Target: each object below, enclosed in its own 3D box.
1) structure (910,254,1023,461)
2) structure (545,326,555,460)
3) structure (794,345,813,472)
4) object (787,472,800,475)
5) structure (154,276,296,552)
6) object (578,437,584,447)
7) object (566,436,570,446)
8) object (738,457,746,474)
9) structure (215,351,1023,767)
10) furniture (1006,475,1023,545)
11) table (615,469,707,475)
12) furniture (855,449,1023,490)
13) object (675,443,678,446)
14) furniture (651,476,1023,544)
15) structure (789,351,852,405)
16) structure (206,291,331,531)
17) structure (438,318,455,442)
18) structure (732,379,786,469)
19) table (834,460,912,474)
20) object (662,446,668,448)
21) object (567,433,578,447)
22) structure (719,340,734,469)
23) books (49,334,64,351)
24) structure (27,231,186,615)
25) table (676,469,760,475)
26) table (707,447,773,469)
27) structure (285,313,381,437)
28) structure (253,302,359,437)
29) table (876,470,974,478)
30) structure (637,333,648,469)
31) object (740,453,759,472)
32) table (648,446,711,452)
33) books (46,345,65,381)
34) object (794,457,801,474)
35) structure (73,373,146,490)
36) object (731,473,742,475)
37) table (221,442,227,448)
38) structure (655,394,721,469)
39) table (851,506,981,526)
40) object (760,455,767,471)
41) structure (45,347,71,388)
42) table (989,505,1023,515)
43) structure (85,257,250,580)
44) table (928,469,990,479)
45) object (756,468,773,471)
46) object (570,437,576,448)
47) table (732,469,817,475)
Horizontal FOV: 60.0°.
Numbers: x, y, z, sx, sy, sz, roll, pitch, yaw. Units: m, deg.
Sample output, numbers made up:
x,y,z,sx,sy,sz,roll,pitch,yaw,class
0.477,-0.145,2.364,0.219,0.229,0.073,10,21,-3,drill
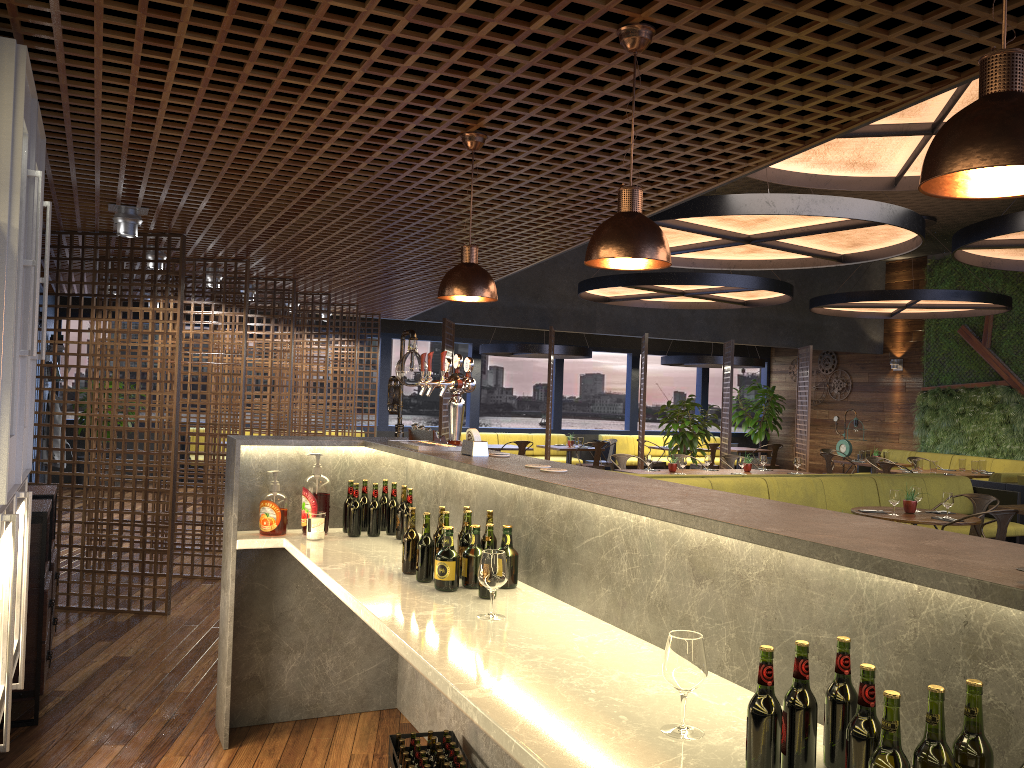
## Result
x,y,z,sx,sy,sz,roll,pitch,yaw,class
9.372,-0.152,12.259,0.918,4.593,9.182,2,-1,-26,structure
0.570,0.488,13.648,0.050,2.700,0.852,2,-1,5,structure
5.183,0.685,15.813,0.050,2.700,0.852,2,-1,5,structure
3.653,1.154,11.420,0.157,0.019,0.255,2,-1,-25,object
-2.837,0.301,8.762,1.319,2.700,0.050,2,-1,5,structure
1.219,1.035,15.778,0.102,0.178,0.102,3,-1,-40,object
1.015,1.030,15.958,0.102,0.178,0.102,3,-1,-40,object
2.906,1.029,11.194,0.097,0.206,0.097,2,-1,21,object
0.087,0.318,1.497,2.700,2.700,9.298,2,-1,-25,structure
8.439,1.619,9.385,3.372,0.914,4.503,2,-1,-25,furniture
1.866,1.470,10.886,0.906,0.763,0.887,2,-1,-25,table
6.472,1.598,13.584,3.378,0.916,4.755,2,-1,-25,furniture
3.168,1.122,16.967,0.102,0.178,0.102,3,-1,-40,object
3.376,1.421,8.493,4.895,0.914,7.462,3,-1,-30,furniture
6.432,-0.135,18.635,0.058,1.178,1.791,2,-1,-25,structure
-2.735,0.320,9.961,1.319,2.700,0.050,2,-1,5,structure
-0.968,0.422,12.926,0.050,2.700,0.852,2,-1,5,structure
5.312,0.989,19.046,1.493,2.184,1.272,2,-1,-25,structure
5.916,1.665,14.485,0.887,0.763,0.906,2,-1,-25,table
2.912,1.189,16.684,0.157,0.019,0.255,2,-1,-26,object
1.057,0.983,15.788,0.238,0.271,0.260,2,-1,-4,object
3.645,0.620,15.091,0.050,2.700,0.852,2,-1,5,structure
-6.418,-0.566,12.503,0.177,0.245,0.450,2,-1,-25,books
-3.040,0.263,6.364,1.319,2.700,0.050,2,-1,5,structure
2.686,1.505,11.271,0.906,0.763,0.887,2,-1,-25,table
4.461,1.647,17.377,0.887,0.763,0.906,2,-1,-25,table
-2.531,0.357,12.360,1.319,2.700,0.050,2,-1,5,structure
-2.633,0.339,11.160,1.319,2.700,0.050,2,-1,5,structure
5.837,1.638,12.582,0.887,0.763,0.906,2,-1,-25,table
2.108,0.554,14.370,0.050,2.700,0.852,2,-1,5,structure
3.052,1.003,11.500,0.238,0.271,0.260,2,-1,-4,object
3.194,1.593,16.786,0.906,0.763,0.887,2,-1,-25,table
-6.135,-0.276,11.893,0.223,0.489,0.286,3,-1,-34,books
3.728,1.064,11.580,0.097,0.206,0.097,2,-1,21,object
-6.296,0.705,13.691,0.993,1.763,1.166,2,-1,35,structure
2.831,1.119,11.034,0.157,0.019,0.255,2,-1,-25,object
-3.952,1.287,13.429,0.887,0.763,0.906,2,-1,-25,table
2.688,1.040,13.926,0.993,1.763,1.166,2,-1,35,structure
3.407,1.485,7.535,1.007,0.760,1.007,2,-1,12,table
3.338,1.052,11.771,0.097,0.206,0.097,2,-1,21,object
-6.289,-0.201,12.307,0.293,0.563,1.220,2,-1,-25,structure
5.116,1.557,8.215,0.887,0.763,0.906,2,-1,-25,table
-2.938,0.282,7.563,1.319,2.700,0.050,2,-1,5,structure
6.681,1.674,12.978,0.887,0.763,0.906,2,-1,-25,table
3.406,1.151,11.929,0.157,0.019,0.255,2,-1,-25,object
1.076,1.028,15.604,0.102,0.178,0.102,3,-1,-40,object
3.502,1.540,11.659,0.906,0.763,0.887,2,-1,-25,table
